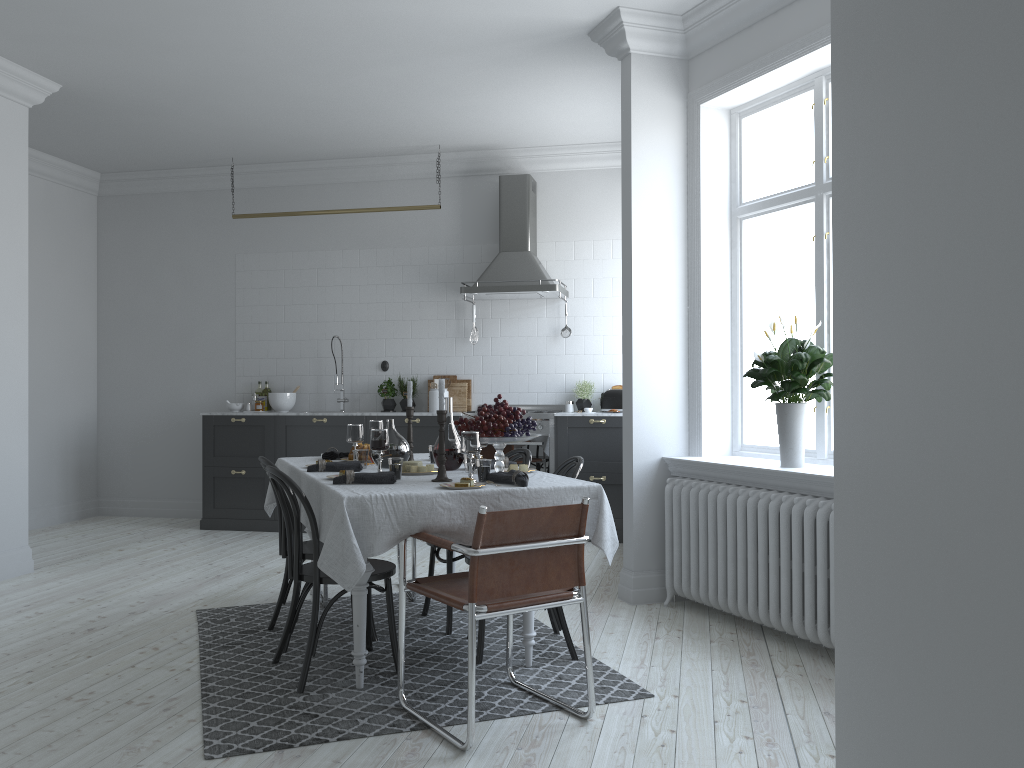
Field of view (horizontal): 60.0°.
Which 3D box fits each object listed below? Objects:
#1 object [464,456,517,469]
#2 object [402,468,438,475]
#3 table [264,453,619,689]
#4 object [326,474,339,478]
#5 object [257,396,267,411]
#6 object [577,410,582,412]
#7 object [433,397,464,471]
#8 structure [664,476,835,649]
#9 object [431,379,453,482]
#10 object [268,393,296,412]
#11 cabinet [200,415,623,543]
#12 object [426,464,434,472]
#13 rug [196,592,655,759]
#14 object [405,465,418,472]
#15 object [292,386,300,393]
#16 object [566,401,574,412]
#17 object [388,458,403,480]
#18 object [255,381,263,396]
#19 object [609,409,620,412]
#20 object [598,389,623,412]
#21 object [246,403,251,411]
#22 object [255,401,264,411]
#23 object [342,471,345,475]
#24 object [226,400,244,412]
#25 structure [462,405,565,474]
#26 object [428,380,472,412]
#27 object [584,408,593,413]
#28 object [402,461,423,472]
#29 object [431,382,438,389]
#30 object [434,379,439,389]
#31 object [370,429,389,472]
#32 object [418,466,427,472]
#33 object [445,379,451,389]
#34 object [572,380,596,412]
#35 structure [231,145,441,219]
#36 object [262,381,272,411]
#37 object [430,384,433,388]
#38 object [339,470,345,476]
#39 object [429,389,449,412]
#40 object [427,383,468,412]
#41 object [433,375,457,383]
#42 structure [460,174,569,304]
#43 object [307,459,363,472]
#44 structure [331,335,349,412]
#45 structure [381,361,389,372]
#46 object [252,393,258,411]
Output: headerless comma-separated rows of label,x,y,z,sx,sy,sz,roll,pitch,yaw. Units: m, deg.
object,-0.116,0.385,4.340,0.247,0.061,0.165,0,-1,-39
object,-0.441,0.406,4.107,0.251,0.018,0.251,0,0,12
table,-0.492,0.832,4.317,1.210,0.842,2.179,0,0,-21
object,-0.713,0.406,3.855,0.182,0.013,0.182,0,0,27
object,-2.333,0.186,8.287,0.077,0.141,0.044,0,0,12
object,0.553,0.234,7.579,0.091,0.018,0.062,0,0,9
object,-0.304,0.240,4.264,0.152,0.352,0.152,0,0,-27
structure,1.295,0.896,4.345,0.245,0.753,1.710,0,0,-25
object,-0.296,0.194,3.737,0.089,0.432,0.089,0,0,34
object,-2.123,0.169,8.195,0.247,0.175,0.247,0,0,25
cabinet,-0.790,0.775,7.741,3.897,1.012,0.646,0,0,12
object,-0.382,0.392,4.128,0.039,0.040,0.077,0,0,-9
rug,-0.597,1.244,4.247,1.701,0.021,2.166,0,0,-20
object,-0.471,0.393,4.054,0.077,0.040,0.040,0,0,31
object,-2.058,0.130,8.212,0.209,0.232,0.042,0,-1,-38
object,0.501,0.197,7.682,0.072,0.095,0.072,0,0,-33
object,-0.498,0.364,3.800,0.066,0.094,0.066,0,0,1
object,-2.375,0.116,8.353,0.066,0.282,0.066,0,0,7
object,0.836,0.223,7.322,0.119,0.031,0.074,-1,-1,45
object,0.899,0.139,7.586,0.326,0.207,0.219,0,0,17
object,-2.432,0.214,8.192,0.046,0.084,0.046,0,0,-2
object,-2.333,0.205,8.182,0.078,0.101,0.078,-1,-1,40
object,-0.705,0.393,3.826,0.051,0.039,0.036,0,-1,-38
object,-2.569,0.204,8.250,0.159,0.110,0.172,0,0,7
structure,0.025,0.729,7.568,0.779,1.096,0.651,0,0,12
object,-0.563,0.106,8.010,0.400,0.290,0.030,0,0,12
object,0.628,0.218,7.289,0.072,0.040,0.070,0,0,4
object,-0.464,0.387,4.137,0.100,0.056,0.056,0,0,29
object,-0.692,0.115,7.834,0.054,0.262,0.149,0,0,-13
object,-0.648,0.101,7.864,0.064,0.290,0.141,0,0,-15
object,-0.578,0.306,3.870,0.083,0.215,0.083,0,0,17
object,-0.418,0.395,4.079,0.040,0.039,0.077,0,0,-18
object,-0.607,0.099,7.884,0.131,0.296,0.056,0,0,-9
object,0.621,0.102,7.642,0.210,0.283,0.220,0,0,25
structure,-1.588,-1.786,7.870,1.988,0.556,0.053,0,0,12
object,-2.296,0.116,8.331,0.089,0.282,0.082,0,0,12
object,-0.680,0.120,7.855,0.117,0.251,0.061,-1,-1,42
object,-0.725,0.394,3.861,0.057,0.037,0.021,0,0,-7
object,-0.648,0.146,7.854,0.174,0.208,0.174,0,0,7
object,-0.579,0.120,7.956,0.360,0.261,0.053,0,0,12
object,-0.606,0.086,7.986,0.220,0.330,0.041,0,0,12
structure,0.026,-1.252,7.620,0.843,1.079,0.567,0,0,12
object,-0.825,0.387,4.199,0.247,0.061,0.165,0,-1,-39
structure,-1.569,-0.092,8.000,0.100,0.692,0.266,0,0,12
structure,-1.170,-0.165,8.141,0.079,0.103,0.032,0,0,12
object,-2.386,0.170,8.228,0.059,0.172,0.059,-1,-1,43
